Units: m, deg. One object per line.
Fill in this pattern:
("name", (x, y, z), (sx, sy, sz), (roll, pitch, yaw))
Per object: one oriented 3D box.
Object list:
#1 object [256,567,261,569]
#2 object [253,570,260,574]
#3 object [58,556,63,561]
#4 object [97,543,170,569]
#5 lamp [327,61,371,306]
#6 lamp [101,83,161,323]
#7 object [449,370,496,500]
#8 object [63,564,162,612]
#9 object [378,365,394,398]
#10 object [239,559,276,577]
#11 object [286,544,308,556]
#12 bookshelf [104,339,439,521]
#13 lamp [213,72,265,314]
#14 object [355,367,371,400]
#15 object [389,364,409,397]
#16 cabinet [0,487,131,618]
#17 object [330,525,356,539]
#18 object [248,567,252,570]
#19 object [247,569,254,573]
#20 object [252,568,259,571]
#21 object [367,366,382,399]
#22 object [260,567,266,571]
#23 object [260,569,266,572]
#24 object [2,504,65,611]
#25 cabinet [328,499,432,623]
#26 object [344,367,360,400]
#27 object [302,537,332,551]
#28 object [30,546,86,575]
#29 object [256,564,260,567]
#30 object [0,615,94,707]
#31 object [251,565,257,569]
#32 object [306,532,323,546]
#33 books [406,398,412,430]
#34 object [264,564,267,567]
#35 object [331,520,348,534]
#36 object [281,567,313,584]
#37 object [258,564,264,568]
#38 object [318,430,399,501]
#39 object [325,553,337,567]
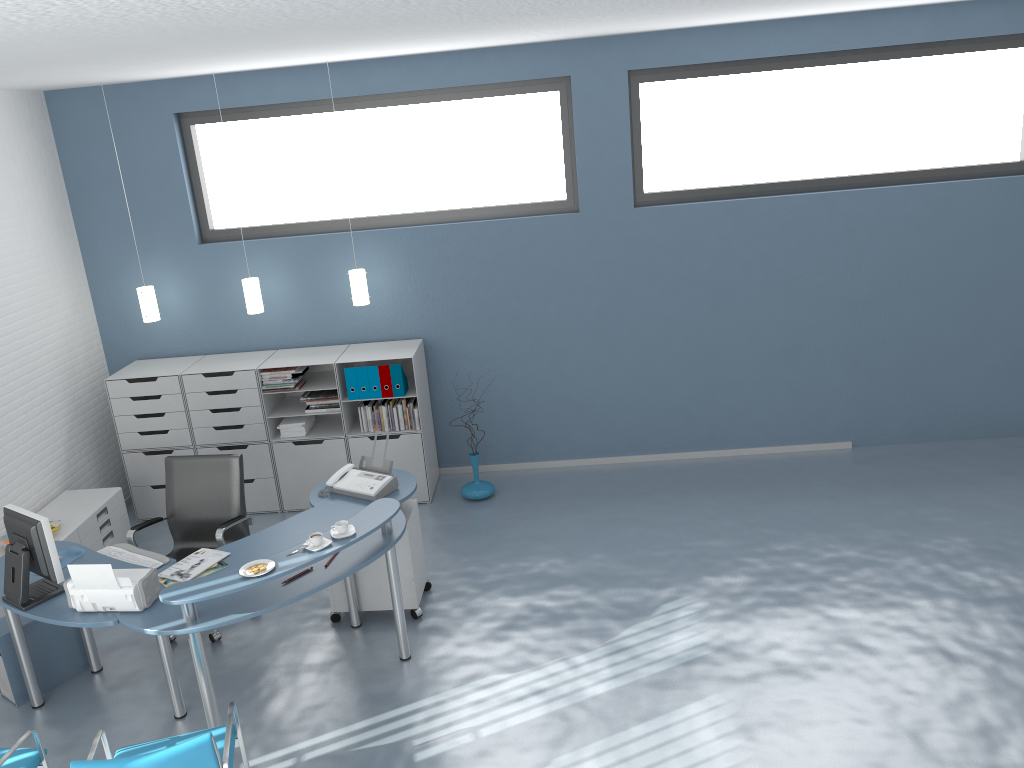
("object", (-1.148, 0.832, 4.004), (0.027, 0.005, 0.025), (-8, 17, -10))
("object", (-1.145, 0.842, 3.971), (0.025, 0.005, 0.027), (9, 22, 39))
("object", (-2.361, 0.907, 4.550), (0.054, 0.035, 0.115), (-1, 18, 13))
("object", (-2.034, 0.924, 4.651), (0.478, 0.028, 0.276), (6, 21, 33))
("lamp", (-1.191, -1.439, 6.291), (0.120, 1.786, 0.120), (-18, 21, -35))
("lamp", (-2.783, -1.325, 6.400), (0.120, 1.786, 0.120), (-18, 21, -35))
("object", (-0.254, 0.385, 6.595), (0.357, 0.972, 0.312), (-12, 18, -20))
("object", (-1.847, 0.896, 4.042), (0.392, 0.273, 0.197), (-3, 17, 9))
("object", (-0.912, -0.045, 6.516), (0.082, 0.247, 0.181), (-4, 17, 4))
("object", (-1.147, 0.833, 3.995), (0.162, 0.011, 0.162), (12, 24, 44))
("object", (-1.002, 0.773, 4.134), (0.119, 0.021, 0.025), (-19, 22, -37))
("bookshelf", (-1.791, 0.354, 6.846), (2.294, 1.141, 0.521), (-4, 17, 4))
("lamp", (-1.987, -1.382, 6.345), (0.120, 1.786, 0.120), (-18, 21, -35))
("object", (-1.078, -0.033, 6.528), (0.082, 0.247, 0.181), (-4, 17, 4))
("object", (-0.829, -0.051, 6.511), (0.082, 0.247, 0.181), (-4, 17, 4))
("cabinet", (-2.964, 1.153, 5.758), (0.447, 0.484, 1.259), (-4, 17, 4))
("object", (-0.814, 0.715, 4.277), (0.119, 0.016, 0.119), (-11, 18, -16))
("object", (-1.181, 0.833, 4.010), (0.027, 0.005, 0.025), (-14, 19, -27))
("object", (-1.173, 0.841, 3.984), (0.025, 0.005, 0.027), (11, 24, 43))
("object", (-1.152, 0.833, 3.985), (0.027, 0.005, 0.025), (-3, 17, 8))
("object", (-0.995, -0.039, 6.522), (0.082, 0.247, 0.181), (-4, 17, 4))
("object", (-1.121, 0.829, 3.989), (0.025, 0.005, 0.027), (-10, 18, -15))
("object", (-1.121, 0.835, 3.987), (0.025, 0.005, 0.027), (-13, 19, -23))
("object", (-2.303, 0.816, 4.189), (0.365, 0.417, 0.212), (7, 21, 35))
("cabinet", (-0.807, 1.044, 5.261), (0.559, 0.605, 0.383), (-3, 17, 6))
("object", (-1.161, -0.027, 6.534), (0.082, 0.247, 0.181), (-4, 17, 4))
("object", (-0.916, 0.756, 4.176), (0.119, 0.016, 0.119), (10, 23, 40))
("object", (-2.361, 0.905, 4.584), (0.213, 0.026, 0.285), (0, 18, 16))
("object", (-1.155, 0.825, 4.030), (0.027, 0.005, 0.025), (-14, 19, -27))
("object", (-2.565, 1.429, 4.854), (0.199, 0.422, 0.471), (8, 22, 37))
("object", (-1.168, 0.827, 4.012), (0.025, 0.005, 0.027), (-19, 22, -38))
("object", (-0.926, 0.735, 4.168), (0.078, 0.049, 0.062), (-7, 17, -5))
("books", (-0.755, 0.220, 6.598), (0.022, 0.198, 0.157), (-4, 17, 4))
("object", (-1.123, 0.825, 4.019), (0.025, 0.005, 0.027), (-7, 17, -6))
("object", (-0.824, 0.692, 4.273), (0.078, 0.049, 0.062), (3, 19, 24))
("object", (-1.017, 0.907, 4.198), (0.013, 0.013, 0.178), (10, 23, 40))
("object", (-1.137, 0.823, 4.015), (0.027, 0.005, 0.025), (-7, 17, -4))
("object", (-0.871, 0.469, 5.111), (0.405, 0.280, 0.399), (6, 21, 32))
("object", (-0.876, 0.844, 4.363), (0.011, 0.010, 0.200), (-1, 18, 13))
